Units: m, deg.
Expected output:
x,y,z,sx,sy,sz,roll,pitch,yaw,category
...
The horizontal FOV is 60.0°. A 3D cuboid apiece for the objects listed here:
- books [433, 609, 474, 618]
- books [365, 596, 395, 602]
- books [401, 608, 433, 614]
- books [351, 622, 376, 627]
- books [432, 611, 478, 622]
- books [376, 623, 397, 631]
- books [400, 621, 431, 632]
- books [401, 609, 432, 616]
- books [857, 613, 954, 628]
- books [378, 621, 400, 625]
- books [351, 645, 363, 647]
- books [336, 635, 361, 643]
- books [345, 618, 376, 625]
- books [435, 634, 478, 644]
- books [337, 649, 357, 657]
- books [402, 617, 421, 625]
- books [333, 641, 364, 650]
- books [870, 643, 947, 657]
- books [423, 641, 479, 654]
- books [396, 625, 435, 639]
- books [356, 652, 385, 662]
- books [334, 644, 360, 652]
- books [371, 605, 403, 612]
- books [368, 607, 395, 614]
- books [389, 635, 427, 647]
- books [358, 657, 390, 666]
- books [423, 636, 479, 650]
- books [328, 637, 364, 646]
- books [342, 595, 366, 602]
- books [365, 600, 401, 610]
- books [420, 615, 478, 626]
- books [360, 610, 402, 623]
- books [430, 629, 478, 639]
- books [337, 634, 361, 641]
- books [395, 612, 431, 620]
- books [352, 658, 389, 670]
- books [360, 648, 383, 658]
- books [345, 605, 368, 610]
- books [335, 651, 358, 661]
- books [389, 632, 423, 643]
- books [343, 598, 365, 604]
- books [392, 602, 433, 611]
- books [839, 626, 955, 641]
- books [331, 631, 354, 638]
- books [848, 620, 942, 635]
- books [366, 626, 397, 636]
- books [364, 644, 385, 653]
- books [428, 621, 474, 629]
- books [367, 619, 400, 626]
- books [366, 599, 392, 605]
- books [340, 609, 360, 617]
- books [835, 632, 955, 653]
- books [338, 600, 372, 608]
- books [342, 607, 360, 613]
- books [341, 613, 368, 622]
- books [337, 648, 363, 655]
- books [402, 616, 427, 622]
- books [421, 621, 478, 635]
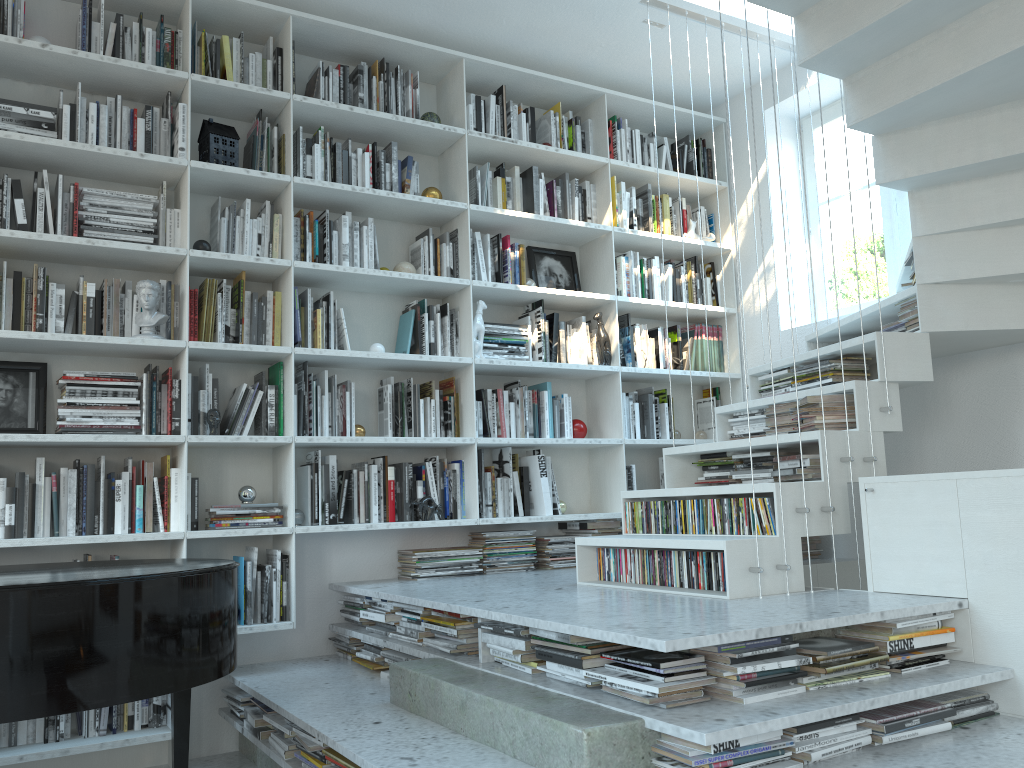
x,y,z,sx,sy,sz,roll,pitch,yaw,category
-0.167,0.785,3.096,0.139,0.028,0.262,2,-9,-25,books
-0.475,0.862,3.597,0.171,0.020,0.193,3,-10,-35,books
-0.310,0.843,3.340,0.149,0.013,0.220,2,-9,-27,books
-0.597,1.033,3.840,0.134,0.014,0.181,3,-9,-33,books
-0.157,0.806,3.099,0.128,0.013,0.296,3,-9,-32,books
-0.451,0.973,3.595,0.131,0.021,0.240,2,-9,-28,books
-0.307,0.902,3.333,0.154,0.018,0.221,3,-9,-31,books
-0.310,0.855,3.339,0.160,0.010,0.179,2,-9,-30,books
1.094,0.665,2.524,0.285,0.013,0.181,3,-10,-35,books
-0.466,0.949,3.589,0.163,0.008,0.295,3,-9,-32,books
-0.655,1.111,3.836,0.152,0.005,0.242,2,-9,-26,books
-0.658,1.097,3.836,0.159,0.009,0.210,2,-9,-26,books
-0.610,1.017,3.835,0.163,0.017,0.233,2,-9,-28,books
-0.156,0.876,3.089,0.138,0.017,0.237,3,-9,-31,books
-0.652,1.154,3.831,0.144,0.005,0.257,2,-9,-25,books
-0.304,0.887,3.337,0.150,0.013,0.215,2,-9,-30,books
-0.652,1.120,3.836,0.159,0.012,0.279,3,-9,-31,books
1.087,0.747,2.532,0.268,0.014,0.160,3,-9,-31,books
-0.179,0.903,3.072,0.182,0.011,0.254,2,-9,-26,books
-0.316,0.922,3.325,0.164,0.023,0.242,2,-9,-26,books
-0.507,1.086,3.561,0.180,0.017,0.183,3,-9,-33,books
-0.655,1.131,3.833,0.170,0.012,0.215,2,-9,-30,books
-0.464,0.903,3.597,0.143,0.012,0.264,2,-9,-25,books
-0.470,0.912,3.592,0.171,0.007,0.206,2,-9,-28,books
-0.318,0.951,3.319,0.183,0.012,0.297,3,-9,-31,books
-0.496,1.102,3.566,0.160,0.014,0.268,3,-9,-31,books
-0.174,0.890,3.076,0.178,0.014,0.247,3,-9,-32,books
-0.664,1.105,3.831,0.184,0.006,0.262,2,-9,-29,books
-0.614,0.924,3.847,0.159,0.011,0.246,3,-9,-33,books
-0.466,0.888,3.598,0.163,0.018,0.290,3,-9,-31,books
-0.179,0.816,3.085,0.187,0.009,0.261,3,-9,-31,books
-0.479,0.930,3.585,0.189,0.030,0.238,3,-9,-33,books
-0.167,0.858,3.086,0.159,0.018,0.203,3,-9,-32,books
-0.656,1.086,3.838,0.152,0.015,0.208,2,-9,-25,books
-0.314,0.863,3.335,0.167,0.008,0.234,3,-9,-31,books
-0.511,1.112,3.555,0.187,0.009,0.261,2,-9,-27,books
-0.496,1.074,3.570,0.159,0.009,0.228,2,-9,-29,books
-0.603,0.967,3.847,0.145,0.008,0.298,3,-9,-31,books
-0.652,1.165,3.829,0.163,0.019,0.187,3,-9,-31,books
-0.323,0.939,3.318,0.190,0.012,0.235,3,-9,-32,books
-0.613,0.933,3.846,0.167,0.008,0.234,3,-9,-31,books
-0.321,0.829,3.335,0.165,0.015,0.243,3,-10,-35,books
1.094,0.702,2.523,0.261,0.012,0.180,2,-9,-26,books
-0.662,1.074,3.837,0.174,0.009,0.240,2,-9,-28,books
1.090,0.685,2.531,0.192,0.024,0.167,2,-9,-25,books
-0.466,0.991,3.583,0.173,0.017,0.233,3,-9,-31,books
-0.491,1.061,3.574,0.137,0.018,0.200,3,-9,-34,books
-0.173,0.827,3.087,0.161,0.012,0.254,2,-9,-26,books
-0.462,0.958,3.590,0.152,0.009,0.259,3,-9,-33,books
-0.465,0.876,3.601,0.159,0.007,0.285,3,-9,-31,books
-0.615,0.985,3.837,0.179,0.012,0.262,2,-9,-30,books
1.091,0.724,2.527,0.284,0.030,0.177,2,-9,-29,books
-0.622,0.944,3.839,0.171,0.015,0.253,3,-10,-35,books
-0.609,0.975,3.842,0.156,0.009,0.287,3,-9,-32,books
-0.618,0.999,3.833,0.175,0.017,0.265,2,-9,-27,books
-0.644,1.145,3.837,0.147,0.014,0.292,2,-9,-30,books
-0.307,0.874,3.337,0.144,0.013,0.221,2,-9,-27,books
-0.175,0.841,3.083,0.179,0.017,0.293,2,-9,-29,books
